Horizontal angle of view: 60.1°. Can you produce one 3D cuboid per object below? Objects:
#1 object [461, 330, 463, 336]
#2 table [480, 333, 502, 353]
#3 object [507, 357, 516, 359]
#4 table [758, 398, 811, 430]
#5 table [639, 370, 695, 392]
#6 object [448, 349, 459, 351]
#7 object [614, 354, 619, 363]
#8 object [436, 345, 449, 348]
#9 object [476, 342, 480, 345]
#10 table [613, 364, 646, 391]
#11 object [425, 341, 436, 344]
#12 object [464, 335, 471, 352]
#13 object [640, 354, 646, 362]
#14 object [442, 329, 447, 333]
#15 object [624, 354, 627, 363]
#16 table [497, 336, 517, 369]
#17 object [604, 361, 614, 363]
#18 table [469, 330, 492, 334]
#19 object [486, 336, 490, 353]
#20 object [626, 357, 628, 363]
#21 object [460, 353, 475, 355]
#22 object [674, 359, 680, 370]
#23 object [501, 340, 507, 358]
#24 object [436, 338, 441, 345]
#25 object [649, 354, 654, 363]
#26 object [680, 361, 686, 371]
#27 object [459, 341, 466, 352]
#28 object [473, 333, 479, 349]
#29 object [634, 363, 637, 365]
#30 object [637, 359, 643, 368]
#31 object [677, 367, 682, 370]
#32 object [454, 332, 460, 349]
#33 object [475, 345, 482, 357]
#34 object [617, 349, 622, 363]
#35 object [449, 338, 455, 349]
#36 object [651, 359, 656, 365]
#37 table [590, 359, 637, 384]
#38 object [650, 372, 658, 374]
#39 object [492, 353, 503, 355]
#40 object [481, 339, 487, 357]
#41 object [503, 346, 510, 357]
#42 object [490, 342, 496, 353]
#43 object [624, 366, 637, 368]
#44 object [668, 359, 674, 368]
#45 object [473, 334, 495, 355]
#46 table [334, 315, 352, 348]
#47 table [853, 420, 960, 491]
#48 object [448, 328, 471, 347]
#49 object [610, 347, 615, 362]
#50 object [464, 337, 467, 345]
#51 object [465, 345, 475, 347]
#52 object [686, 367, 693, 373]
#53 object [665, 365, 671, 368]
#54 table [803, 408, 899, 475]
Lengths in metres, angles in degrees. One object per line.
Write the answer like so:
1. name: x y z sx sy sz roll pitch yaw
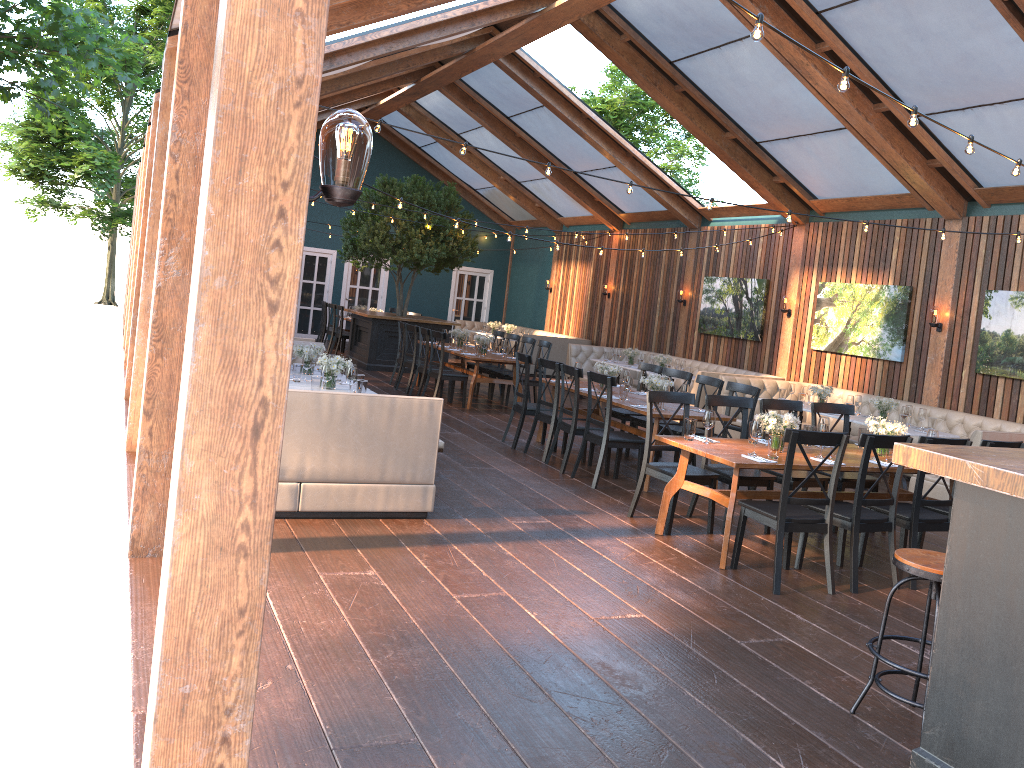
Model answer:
1. object: -0.840 -0.747 14.265 0.092 0.244 0.093 4 3 -44
2. table: -0.269 -0.770 20.223 0.797 0.670 0.803 5 5 -24
3. object: 0.028 -0.372 12.683 0.254 0.019 0.158 4 6 -24
4. table: 3.670 0.593 11.318 0.797 0.670 0.803 5 5 -25
5. table: 2.506 0.190 13.951 0.797 0.670 0.803 5 5 -25
6. object: -0.822 -0.503 13.011 0.254 0.019 0.158 4 6 -24
7. object: 1.787 -0.435 15.168 0.091 0.158 0.092 4 4 -38
8. object: -1.018 -0.574 13.483 0.254 0.019 0.158 4 6 -24
9. object: -0.535 -0.628 13.830 0.092 0.158 0.092 7 3 2
10. table: 2.176 0.076 14.695 0.797 0.670 0.803 5 5 -24
11. object: -1.278 -0.659 14.025 0.254 0.019 0.158 4 6 -24
12. object: -0.657 -0.595 12.982 0.092 0.244 0.093 6 3 -21
13. object: 2.150 -0.374 14.554 0.092 0.244 0.092 8 3 24
14. object: -1.077 -0.746 13.990 0.092 0.244 0.092 8 3 24
15. object: 1.999 -0.487 15.493 0.092 0.244 0.092 8 3 24
16. table: 0.060 -0.656 19.479 0.797 0.670 0.803 5 5 -25
17. object: 1.670 -0.392 15.295 0.254 0.019 0.158 4 6 -24
18. table: -0.598 -0.883 20.967 0.797 0.670 0.803 5 5 -25
19. object: -0.380 -0.590 13.236 0.092 0.244 0.092 7 3 18
20. object: 2.048 -0.448 15.589 0.091 0.158 0.092 4 4 -38
21. object: -0.589 -0.422 12.480 0.254 0.019 0.158 4 6 -24
22. object: 2.625 -0.271 14.078 0.092 0.244 0.092 8 3 24
23. object: -0.122 -0.507 12.729 0.092 0.244 0.092 7 2 1
24. object: -1.148 -0.699 13.874 0.091 0.158 0.092 6 3 -8
25. object: 2.322 -0.375 14.763 0.092 0.244 0.092 8 3 24
26. object: 2.672 -0.242 13.848 0.092 0.244 0.092 8 3 24
27. object: -0.722 -0.546 12.852 0.092 0.158 0.092 7 3 2
28. object: -0.566 -0.659 13.732 0.092 0.244 0.093 5 3 -27
29. object: 2.148 -0.354 15.467 0.254 0.019 0.158 4 6 -24
30. object: 2.091 -0.328 14.460 0.091 0.158 0.092 4 4 -38
31. object: 2.673 -0.232 14.175 0.091 0.158 0.092 4 4 -38
32. object: -0.846 -0.664 13.445 0.092 0.244 0.093 5 3 -27
33. object: -0.474 -0.463 12.325 0.092 0.158 0.092 7 3 12
34. object: 1.845 -0.481 15.262 0.092 0.244 0.092 8 3 24
35. object: -0.909 -0.617 13.337 0.091 0.158 0.092 6 3 -18
36. object: 2.371 -0.337 14.859 0.091 0.158 0.092 4 4 -38
37. table: 1.847 -0.038 15.439 0.797 0.670 0.803 5 5 -25
38. object: 2.299 -0.173 13.862 0.254 0.019 0.158 4 6 -24
39. object: -0.208 -0.454 13.218 0.254 0.019 0.158 4 6 -24
40. object: -0.397 -0.511 12.453 0.092 0.244 0.093 6 3 -21
41. object: -0.082 -0.469 12.817 0.092 0.158 0.092 7 3 12
42. object: -0.295 -0.548 13.353 0.092 0.158 0.091 8 3 32
43. object: 1.975 -0.284 14.587 0.254 0.019 0.158 4 6 -24
44. object: 2.474 -0.263 13.829 0.092 0.244 0.093 6 3 -21
45. object: -0.416 -0.590 12.889 0.329 0.309 0.337 7 4 13
46. table: -3.137 -0.999 18.949 0.948 0.727 2.446 5 6 -24
47. table: 4.328 0.821 9.830 0.797 0.670 0.803 5 5 -25
48. object: -0.813 -0.735 13.857 0.335 0.309 0.331 4 5 -29
49. object: 1.759 -0.514 15.488 0.092 0.244 0.092 8 3 24
50. object: -0.746 -0.704 14.378 0.092 0.158 0.092 7 3 2
51. object: -0.663 -0.610 14.237 0.254 0.019 0.158 4 6 -24
52. object: 2.761 -0.183 13.796 0.092 0.158 0.092 7 3 12
53. object: 2.416 -0.217 13.735 0.091 0.158 0.092 4 4 -38
54. table: 3.999 0.707 10.574 0.797 0.670 0.803 5 5 -24
